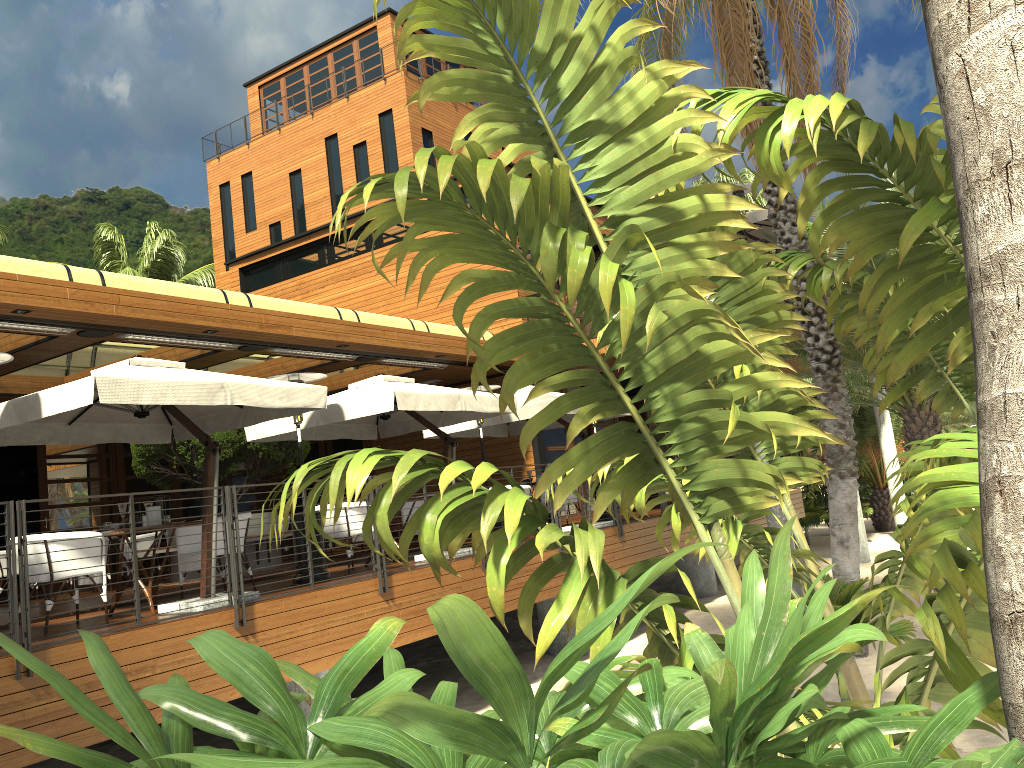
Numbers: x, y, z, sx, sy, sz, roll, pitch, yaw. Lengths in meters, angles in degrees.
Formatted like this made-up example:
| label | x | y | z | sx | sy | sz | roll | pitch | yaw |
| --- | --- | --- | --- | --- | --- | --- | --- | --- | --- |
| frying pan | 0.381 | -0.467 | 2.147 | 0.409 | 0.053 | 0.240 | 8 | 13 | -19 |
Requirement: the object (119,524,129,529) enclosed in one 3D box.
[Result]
| label | x | y | z | sx | sy | sz | roll | pitch | yaw |
| --- | --- | --- | --- | --- | --- | --- | --- | --- | --- |
| object | -3.431 | 1.268 | 7.839 | 0.080 | 0.042 | 0.080 | -6 | -8 | -6 |

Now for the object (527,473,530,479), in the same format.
| label | x | y | z | sx | sy | sz | roll | pitch | yaw |
| --- | --- | --- | --- | --- | --- | --- | --- | --- | --- |
| object | 0.283 | 1.499 | 14.010 | 0.082 | 0.227 | 0.082 | -13 | -10 | 33 |

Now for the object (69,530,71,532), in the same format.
| label | x | y | z | sx | sy | sz | roll | pitch | yaw |
| --- | --- | --- | --- | --- | --- | --- | --- | --- | --- |
| object | -6.897 | 2.402 | 13.903 | 0.082 | 0.227 | 0.082 | -1 | -11 | -39 |

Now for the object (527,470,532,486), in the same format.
| label | x | y | z | sx | sy | sz | roll | pitch | yaw |
| --- | --- | --- | --- | --- | --- | --- | --- | --- | --- |
| object | 0.280 | 1.428 | 13.459 | 0.082 | 0.227 | 0.082 | -13 | -10 | 33 |

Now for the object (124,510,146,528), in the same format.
| label | x | y | z | sx | sy | sz | roll | pitch | yaw |
| --- | --- | --- | --- | --- | --- | --- | --- | --- | --- |
| object | -3.466 | 1.237 | 8.107 | 0.162 | 0.179 | 0.168 | -13 | -10 | 34 |

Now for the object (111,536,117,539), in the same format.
| label | x | y | z | sx | sy | sz | roll | pitch | yaw |
| --- | --- | --- | --- | --- | --- | --- | --- | --- | --- |
| object | -6.213 | 2.379 | 13.823 | 0.086 | 0.086 | 0.086 | -9 | -8 | 10 |

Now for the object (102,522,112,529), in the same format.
| label | x | y | z | sx | sy | sz | roll | pitch | yaw |
| --- | --- | --- | --- | --- | --- | --- | --- | --- | --- |
| object | -3.618 | 1.282 | 7.938 | 0.086 | 0.086 | 0.086 | -13 | -10 | 37 |

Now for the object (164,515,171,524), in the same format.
| label | x | y | z | sx | sy | sz | roll | pitch | yaw |
| --- | --- | --- | --- | --- | --- | --- | --- | --- | --- |
| object | -3.185 | 1.255 | 8.157 | 0.086 | 0.086 | 0.086 | -13 | -10 | 37 |

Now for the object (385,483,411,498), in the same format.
| label | x | y | z | sx | sy | sz | roll | pitch | yaw |
| --- | --- | --- | --- | --- | --- | --- | --- | --- | --- |
| object | -1.388 | 1.276 | 10.772 | 0.263 | 0.264 | 0.262 | -5 | -8 | -13 |

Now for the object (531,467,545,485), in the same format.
| label | x | y | z | sx | sy | sz | roll | pitch | yaw |
| --- | --- | --- | --- | --- | --- | --- | --- | --- | --- |
| object | 0.471 | 1.411 | 13.630 | 0.263 | 0.264 | 0.262 | -5 | -8 | -13 |

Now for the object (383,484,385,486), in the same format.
| label | x | y | z | sx | sy | sz | roll | pitch | yaw |
| --- | --- | --- | --- | --- | --- | --- | --- | --- | --- |
| object | -1.576 | 1.365 | 11.152 | 0.082 | 0.227 | 0.082 | -13 | -10 | 33 |

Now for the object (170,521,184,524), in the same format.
| label | x | y | z | sx | sy | sz | roll | pitch | yaw |
| --- | --- | --- | --- | --- | --- | --- | --- | --- | --- |
| object | -3.238 | 1.318 | 8.349 | 0.294 | 0.025 | 0.170 | -12 | -9 | 32 |

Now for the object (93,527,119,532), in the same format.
| label | x | y | z | sx | sy | sz | roll | pitch | yaw |
| --- | --- | --- | --- | --- | --- | --- | --- | --- | --- |
| object | -3.559 | 1.279 | 7.732 | 0.294 | 0.025 | 0.170 | -12 | -9 | 32 |

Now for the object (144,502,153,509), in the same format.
| label | x | y | z | sx | sy | sz | roll | pitch | yaw |
| --- | --- | --- | --- | --- | --- | --- | --- | --- | --- |
| object | -3.410 | 1.232 | 8.332 | 0.082 | 0.227 | 0.082 | -10 | -9 | 21 |

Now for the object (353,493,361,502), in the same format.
| label | x | y | z | sx | sy | sz | roll | pitch | yaw |
| --- | --- | --- | --- | --- | --- | --- | --- | --- | --- |
| object | -2.553 | 1.987 | 15.093 | 0.263 | 0.264 | 0.263 | -6 | -8 | -12 |

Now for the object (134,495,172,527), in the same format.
| label | x | y | z | sx | sy | sz | roll | pitch | yaw |
| --- | --- | --- | --- | --- | --- | --- | --- | --- | --- |
| object | -3.222 | 1.143 | 7.952 | 0.263 | 0.264 | 0.262 | -5 | -8 | -13 |

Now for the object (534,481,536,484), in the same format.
| label | x | y | z | sx | sy | sz | roll | pitch | yaw |
| --- | --- | --- | --- | --- | --- | --- | --- | --- | --- |
| object | 0.407 | 1.551 | 13.874 | 0.116 | 0.065 | 0.116 | -9 | -8 | 14 |

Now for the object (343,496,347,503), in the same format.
| label | x | y | z | sx | sy | sz | roll | pitch | yaw |
| --- | --- | --- | --- | --- | --- | --- | --- | --- | --- |
| object | -2.784 | 2.003 | 14.870 | 0.082 | 0.227 | 0.082 | -6 | -8 | -6 |

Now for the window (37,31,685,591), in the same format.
| label | x | y | z | sx | sy | sz | roll | pitch | yaw |
| --- | --- | --- | --- | --- | --- | --- | --- | --- | --- |
| window | -4.322 | -5.296 | 20.827 | 14.482 | 18.011 | 38.335 | -9 | -8 | 10 |

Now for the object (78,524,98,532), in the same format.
| label | x | y | z | sx | sy | sz | roll | pitch | yaw |
| --- | --- | --- | --- | --- | --- | --- | --- | --- | --- |
| object | -6.621 | 2.338 | 13.799 | 0.263 | 0.264 | 0.263 | -1 | -10 | -40 |

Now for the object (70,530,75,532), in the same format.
| label | x | y | z | sx | sy | sz | roll | pitch | yaw |
| --- | --- | --- | --- | --- | --- | --- | --- | --- | --- |
| object | -6.692 | 2.327 | 13.522 | 0.082 | 0.227 | 0.082 | -15 | -11 | 43 |

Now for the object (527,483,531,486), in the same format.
| label | x | y | z | sx | sy | sz | roll | pitch | yaw |
| --- | --- | --- | --- | --- | --- | --- | --- | --- | --- |
| object | 0.262 | 1.535 | 13.516 | 0.080 | 0.042 | 0.080 | -7 | -8 | 1 |

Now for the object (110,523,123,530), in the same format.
| label | x | y | z | sx | sy | sz | roll | pitch | yaw |
| --- | --- | --- | --- | --- | --- | --- | --- | --- | --- |
| object | -3.516 | 1.274 | 7.892 | 0.116 | 0.065 | 0.116 | -12 | -9 | 30 |

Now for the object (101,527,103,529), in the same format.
| label | x | y | z | sx | sy | sz | roll | pitch | yaw |
| --- | --- | --- | --- | --- | --- | --- | --- | --- | --- |
| object | -6.327 | 2.308 | 13.742 | 0.082 | 0.227 | 0.082 | -1 | -11 | -39 |

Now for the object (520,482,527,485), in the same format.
| label | x | y | z | sx | sy | sz | roll | pitch | yaw |
| --- | --- | --- | --- | --- | --- | --- | --- | --- | --- |
| object | 0.178 | 1.541 | 13.570 | 0.116 | 0.065 | 0.116 | -9 | -8 | 14 |

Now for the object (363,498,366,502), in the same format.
| label | x | y | z | sx | sy | sz | roll | pitch | yaw |
| --- | --- | --- | --- | --- | --- | --- | --- | --- | --- |
| object | -1.784 | 1.414 | 10.758 | 0.086 | 0.086 | 0.086 | -13 | -10 | 37 |

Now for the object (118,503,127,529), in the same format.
| label | x | y | z | sx | sy | sz | roll | pitch | yaw |
| --- | --- | --- | --- | --- | --- | --- | --- | --- | --- |
| object | -3.413 | 1.161 | 7.781 | 0.082 | 0.227 | 0.082 | -13 | -10 | 33 |

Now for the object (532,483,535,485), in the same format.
| label | x | y | z | sx | sy | sz | roll | pitch | yaw |
| --- | --- | --- | --- | --- | --- | --- | --- | --- | --- |
| object | 0.327 | 1.580 | 13.923 | 0.080 | 0.042 | 0.080 | -7 | -8 | 1 |

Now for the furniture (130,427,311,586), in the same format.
| label | x | y | z | sx | sy | sz | roll | pitch | yaw |
| --- | --- | --- | --- | --- | --- | --- | --- | --- | --- |
| furniture | -4.389 | 1.556 | 13.561 | 2.613 | 2.730 | 2.691 | -11 | -9 | 23 |

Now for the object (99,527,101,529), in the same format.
| label | x | y | z | sx | sy | sz | roll | pitch | yaw |
| --- | --- | --- | --- | --- | --- | --- | --- | --- | --- |
| object | -6.518 | 2.380 | 14.100 | 0.082 | 0.227 | 0.082 | -15 | -11 | 43 |

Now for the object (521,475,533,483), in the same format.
| label | x | y | z | sx | sy | sz | roll | pitch | yaw |
| --- | --- | --- | --- | --- | --- | --- | --- | --- | --- |
| object | 0.227 | 1.504 | 13.784 | 0.162 | 0.179 | 0.168 | -13 | -10 | 34 |

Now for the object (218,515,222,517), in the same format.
| label | x | y | z | sx | sy | sz | roll | pitch | yaw |
| --- | --- | --- | --- | --- | --- | --- | --- | --- | --- |
| object | -5.470 | 2.573 | 16.612 | 0.082 | 0.227 | 0.082 | -5 | -9 | -15 |
